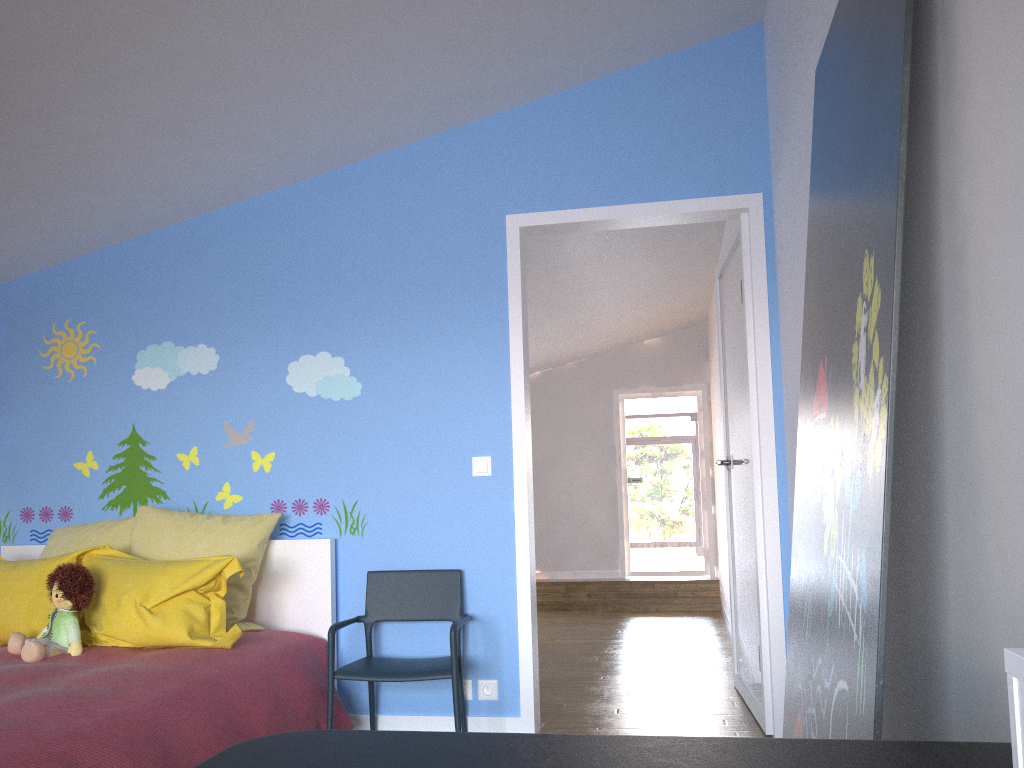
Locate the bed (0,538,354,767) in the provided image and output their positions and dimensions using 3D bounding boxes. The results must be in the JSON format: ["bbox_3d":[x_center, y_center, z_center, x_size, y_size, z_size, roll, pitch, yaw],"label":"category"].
[{"bbox_3d":[-1.691,0.951,2.676,1.927,0.807,2.328,-3,-7,10],"label":"bed"}]

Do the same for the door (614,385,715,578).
[{"bbox_3d":[1.708,1.104,9.977,1.033,2.120,0.163,-3,-4,10],"label":"door"}]

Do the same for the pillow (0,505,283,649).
[{"bbox_3d":[-1.576,0.745,3.470,1.345,0.529,0.682,-3,-6,11],"label":"pillow"}]

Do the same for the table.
[{"bbox_3d":[0.050,0.601,0.081,0.807,0.755,1.341,-3,-6,10],"label":"table"}]

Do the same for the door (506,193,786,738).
[{"bbox_3d":[0.603,0.387,4.004,1.033,2.120,1.002,-3,-5,10],"label":"door"}]

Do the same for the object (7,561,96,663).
[{"bbox_3d":[-1.580,0.789,3.060,0.287,0.340,0.251,-7,-7,45],"label":"object"}]

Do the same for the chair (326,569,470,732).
[{"bbox_3d":[-0.411,1.072,3.412,0.512,0.671,0.418,-2,-5,7],"label":"chair"}]

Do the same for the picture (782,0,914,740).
[{"bbox_3d":[0.617,0.158,1.711,0.208,2.010,0.961,-2,-5,10],"label":"picture"}]
